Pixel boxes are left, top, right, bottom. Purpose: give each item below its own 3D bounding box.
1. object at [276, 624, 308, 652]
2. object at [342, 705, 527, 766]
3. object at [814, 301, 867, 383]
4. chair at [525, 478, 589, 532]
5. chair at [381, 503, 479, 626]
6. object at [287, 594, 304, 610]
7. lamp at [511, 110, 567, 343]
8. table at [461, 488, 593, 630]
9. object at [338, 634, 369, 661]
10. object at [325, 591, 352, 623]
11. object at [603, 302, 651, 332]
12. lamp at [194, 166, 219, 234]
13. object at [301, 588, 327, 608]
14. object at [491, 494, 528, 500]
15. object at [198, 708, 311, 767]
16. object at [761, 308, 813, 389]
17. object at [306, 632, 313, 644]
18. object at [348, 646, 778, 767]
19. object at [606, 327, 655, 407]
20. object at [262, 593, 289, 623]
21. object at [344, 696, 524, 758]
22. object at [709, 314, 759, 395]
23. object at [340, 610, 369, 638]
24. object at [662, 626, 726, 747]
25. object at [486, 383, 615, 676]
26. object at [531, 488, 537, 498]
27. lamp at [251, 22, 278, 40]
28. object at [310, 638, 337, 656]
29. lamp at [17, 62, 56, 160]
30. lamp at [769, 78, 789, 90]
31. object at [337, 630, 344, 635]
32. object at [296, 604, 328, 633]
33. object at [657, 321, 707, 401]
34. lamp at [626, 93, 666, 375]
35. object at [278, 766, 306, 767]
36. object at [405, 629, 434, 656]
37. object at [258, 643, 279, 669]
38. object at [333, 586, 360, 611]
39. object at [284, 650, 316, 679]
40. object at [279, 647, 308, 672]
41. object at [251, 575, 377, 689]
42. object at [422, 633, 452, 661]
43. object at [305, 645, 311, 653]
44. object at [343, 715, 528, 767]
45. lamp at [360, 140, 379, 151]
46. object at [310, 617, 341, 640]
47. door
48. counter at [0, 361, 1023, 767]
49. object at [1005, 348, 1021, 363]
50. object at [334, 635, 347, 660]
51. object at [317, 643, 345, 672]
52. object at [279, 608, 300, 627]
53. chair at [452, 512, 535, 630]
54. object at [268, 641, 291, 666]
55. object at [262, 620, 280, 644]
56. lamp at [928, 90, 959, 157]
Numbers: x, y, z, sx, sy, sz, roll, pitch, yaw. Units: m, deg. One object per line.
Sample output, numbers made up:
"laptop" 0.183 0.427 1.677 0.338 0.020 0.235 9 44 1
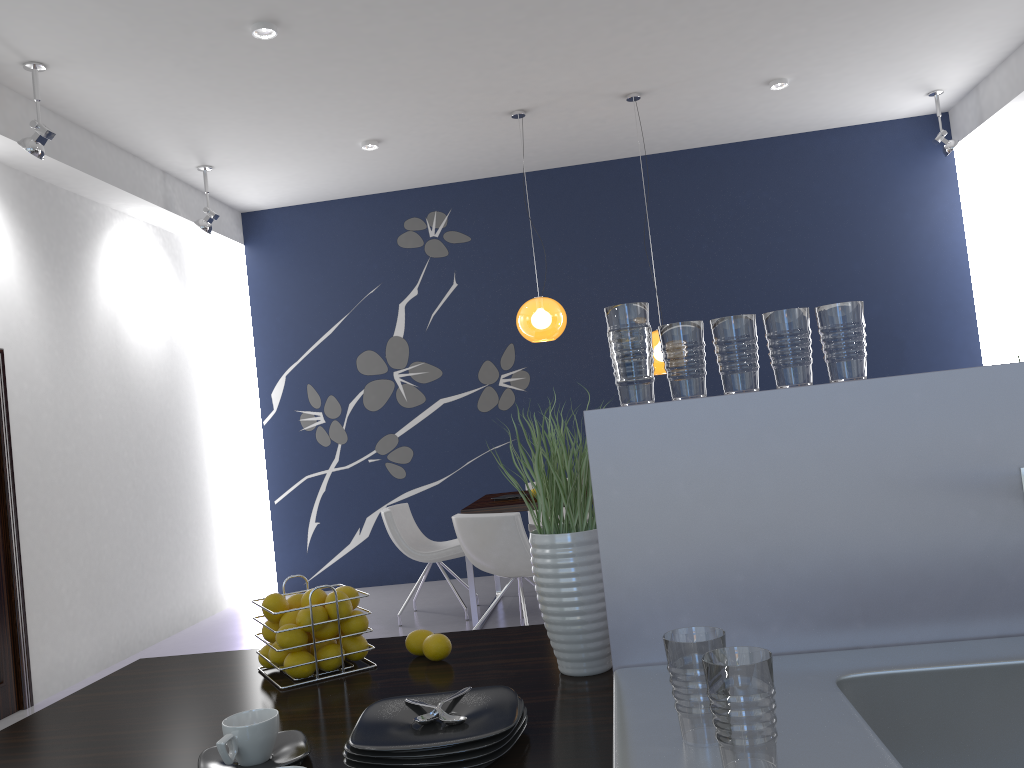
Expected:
"object" -0.416 0.480 1.675 0.060 0.055 0.053 -4 -3 -40
"object" -0.102 0.490 1.237 0.232 0.020 0.232 -7 -3 15
"object" 0.511 -0.063 1.367 0.072 0.119 0.071 -5 -3 -34
"chair" 0.396 1.179 7.095 0.508 0.805 0.620 -6 -3 1
"chair" -0.578 1.253 6.342 0.620 0.805 0.508 -7 -3 6
"object" -0.438 0.456 1.813 0.051 0.053 0.063 -7 -3 19
"lamp" 0.134 -1.120 6.291 0.358 1.645 0.359 -7 -3 17
"table" 0.785 1.103 6.137 2.046 0.783 1.127 -7 -3 6
"object" -0.313 0.518 1.752 0.060 0.057 0.052 -7 -3 8
"object" -0.337 0.432 1.722 0.052 0.060 0.057 -6 -3 -5
"object" 0.188 -0.065 1.405 0.071 0.119 0.072 -4 -4 -44
"lamp" -2.344 -1.394 6.765 0.185 0.511 0.150 -7 -3 6
"object" -0.392 0.433 1.763 0.051 0.053 0.063 -7 -3 8
"object" -0.014 0.793 6.201 0.232 0.020 0.232 -8 -3 35
"object" -0.366 0.506 1.256 0.153 0.069 0.153 -5 -3 -20
"object" 0.431 -0.054 1.376 0.071 0.119 0.072 -4 -4 -44
"object" -0.411 0.499 1.795 0.051 0.053 0.062 -7 -3 14
"object" 0.048 0.385 1.143 0.646 0.147 0.269 -8 -3 31
"object" 0.192 -0.026 1.403 0.071 0.119 0.072 -4 -4 -44
"object" -0.467 0.443 1.753 0.050 0.060 0.059 -7 -3 6
"object" -0.103 0.480 1.238 0.232 0.020 0.232 -7 -3 10
"object" 0.351 -0.044 1.385 0.071 0.119 0.072 -4 -4 -44
"object" -0.309 0.470 1.737 0.053 0.051 0.063 -5 -3 -25
"object" 0.215 0.346 1.016 0.072 0.119 0.071 -7 -3 6
"object" 0.091 0.250 1.582 0.269 0.502 0.247 -4 -3 -41
"object" 0.164 0.737 5.992 0.083 0.068 0.070 -7 -3 10
"lamp" -1.297 -1.849 4.643 0.132 0.035 0.132 -4 -3 -40
"object" -0.375 0.526 1.763 0.057 0.060 0.052 -7 -3 12
"lamp" -2.576 -1.460 4.780 0.185 0.511 0.150 -7 -3 6
"lamp" 1.897 -2.128 6.294 0.132 0.035 0.132 -4 -3 -37
"object" -0.344 0.477 1.787 0.062 0.053 0.052 -5 -3 -22
"object" -0.382 0.449 1.696 0.063 0.051 0.053 -4 -3 -38
"object" 0.272 -0.035 1.394 0.071 0.119 0.072 -4 -4 -44
"lamp" 0.961 -1.051 6.194 0.359 1.974 0.358 -7 -3 12
"object" -0.263 0.483 1.005 0.153 0.069 0.153 -9 -3 40
"object" -0.181 0.516 1.769 0.063 0.051 0.053 -7 -3 10
"object" -0.479 0.545 1.787 0.062 0.052 0.053 -4 -4 -44
"object" -0.334 0.431 1.775 0.053 0.051 0.063 -4 -3 -36
"object" -0.400 0.529 1.674 0.061 0.053 0.053 -4 -3 -39
"object" -0.432 0.541 1.752 0.061 0.055 0.050 -4 -3 -38
"object" -0.398 0.477 1.762 0.189 0.174 0.207 -5 -3 -29
"object" -0.145 0.510 1.716 0.053 0.051 0.063 -5 -3 -25
"object" -0.401 0.539 1.827 0.051 0.053 0.063 -7 -3 14
"object" -0.101 0.500 1.237 0.232 0.020 0.232 -7 -3 15
"lamp" -1.065 -1.783 6.629 0.132 0.035 0.132 -7 -3 6
"object" -0.366 0.474 1.735 0.064 0.053 0.051 -7 -3 9
"door" -3.058 0.799 4.262 0.220 2.061 1.764 -7 -3 6
"counter" 0.719 0.620 1.192 3.291 1.300 1.302 -7 -3 6
"object" 0.971 0.148 1.507 0.269 0.502 0.247 -7 -3 7
"object" -0.351 0.530 1.799 0.064 0.063 0.074 -8 -3 27
"object" -0.351 0.527 1.709 0.053 0.053 0.061 -4 -4 -41
"object" -0.427 0.468 1.742 0.055 0.051 0.061 -6 -3 1
"chair" 0.028 1.135 5.267 0.508 0.805 0.620 -9 -4 41
"object" -0.438 0.515 1.710 0.052 0.053 0.062 -9 -4 43
"object" -0.468 0.493 1.769 0.061 0.054 0.053 -4 -3 -37
"lamp" 3.358 -2.022 6.899 0.185 0.511 0.150 -7 -3 6
